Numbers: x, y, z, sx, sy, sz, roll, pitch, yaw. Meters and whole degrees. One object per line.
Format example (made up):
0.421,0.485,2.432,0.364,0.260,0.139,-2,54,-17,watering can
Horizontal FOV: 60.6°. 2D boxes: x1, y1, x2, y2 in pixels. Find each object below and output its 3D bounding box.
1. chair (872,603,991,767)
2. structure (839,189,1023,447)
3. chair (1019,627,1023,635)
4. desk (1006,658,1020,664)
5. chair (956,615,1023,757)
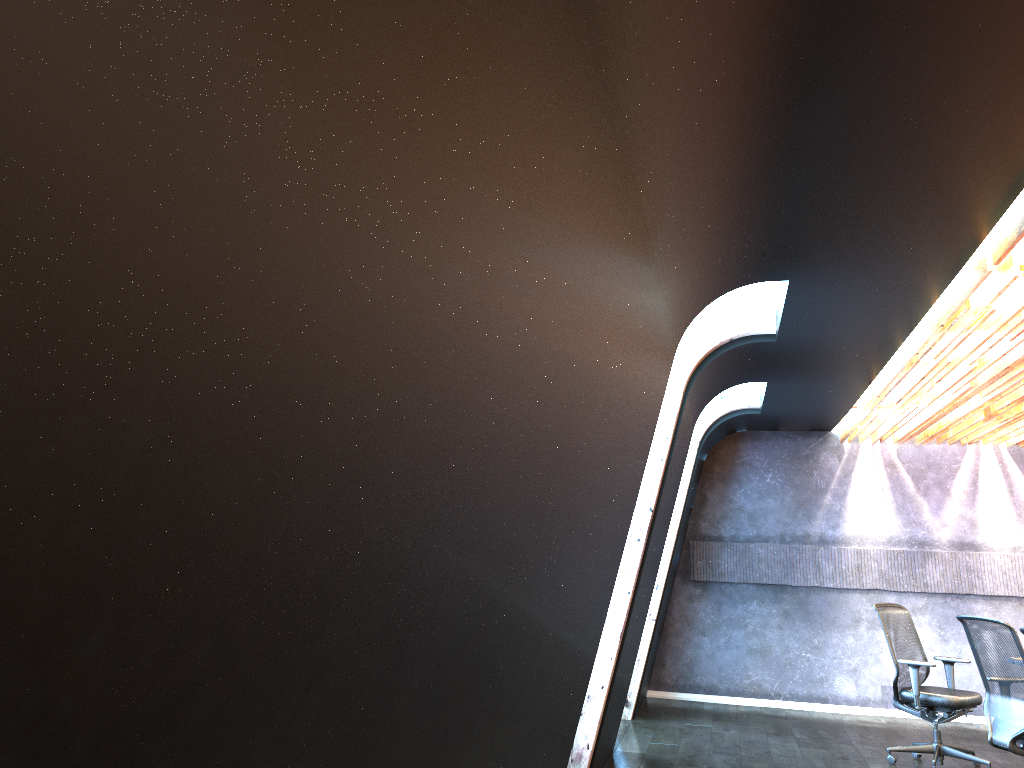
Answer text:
3.528,2.500,7.277,0.801,1.281,0.780,16,-21,-40,chair
4.730,0.892,4.323,4.525,3.095,11.099,-1,-12,14,structure
3.304,1.976,4.651,0.796,1.281,0.785,3,-16,-2,chair
4.611,2.202,4.418,2.035,0.845,6.443,0,-12,14,desk
3.566,2.230,5.886,0.795,1.281,0.786,4,-16,-6,chair
